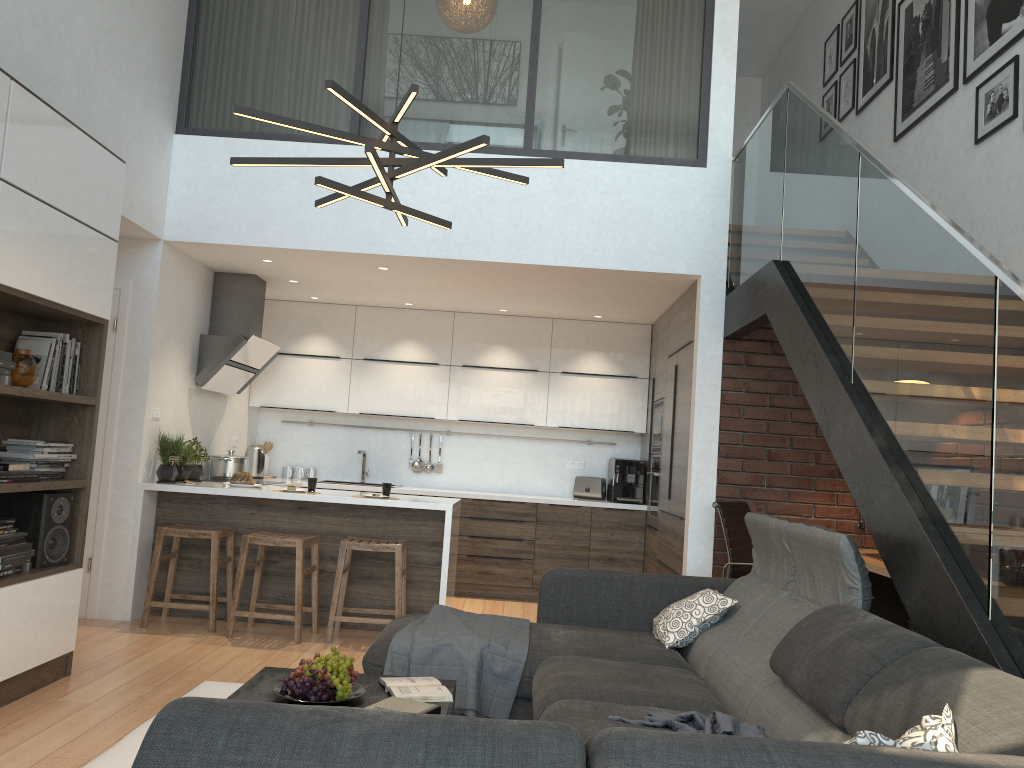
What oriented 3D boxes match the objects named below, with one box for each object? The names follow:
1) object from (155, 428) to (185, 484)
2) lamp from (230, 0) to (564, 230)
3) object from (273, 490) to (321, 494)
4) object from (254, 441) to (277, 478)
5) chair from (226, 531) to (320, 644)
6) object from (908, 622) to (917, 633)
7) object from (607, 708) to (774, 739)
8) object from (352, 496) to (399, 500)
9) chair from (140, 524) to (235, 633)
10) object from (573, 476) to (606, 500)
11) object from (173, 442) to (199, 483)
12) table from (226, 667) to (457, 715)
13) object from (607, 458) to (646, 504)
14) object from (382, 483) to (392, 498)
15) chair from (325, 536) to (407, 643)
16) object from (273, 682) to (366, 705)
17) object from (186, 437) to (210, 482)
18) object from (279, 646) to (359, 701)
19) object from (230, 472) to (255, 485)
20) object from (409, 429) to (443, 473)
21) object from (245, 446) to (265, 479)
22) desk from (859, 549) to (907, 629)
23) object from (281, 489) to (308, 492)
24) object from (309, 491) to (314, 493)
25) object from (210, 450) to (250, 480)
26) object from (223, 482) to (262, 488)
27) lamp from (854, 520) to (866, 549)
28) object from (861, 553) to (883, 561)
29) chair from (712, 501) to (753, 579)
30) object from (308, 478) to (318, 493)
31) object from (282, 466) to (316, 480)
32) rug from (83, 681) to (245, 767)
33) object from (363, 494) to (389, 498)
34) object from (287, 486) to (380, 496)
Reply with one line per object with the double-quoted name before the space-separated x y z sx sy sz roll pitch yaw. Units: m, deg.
"object" -2.222 0.460 5.763 0.186 0.367 0.196 4 -5 1
"lamp" -0.304 -2.416 3.205 1.200 3.645 0.831 3 -5 11
"object" -1.393 0.699 5.740 0.305 0.002 0.305 7 -6 -30
"object" -2.200 0.655 7.769 0.221 0.316 0.330 4 -5 1
"chair" -1.423 1.221 5.386 0.450 0.600 0.350 3 -5 6
"object" 2.066 1.380 4.024 0.474 0.527 0.215 4 -5 1
"object" 0.632 0.988 2.335 0.411 0.118 0.905 6 -5 -23
"object" -0.876 0.731 5.703 0.304 0.002 0.304 1 -6 33
"chair" -1.986 1.194 5.517 0.450 0.600 0.350 4 -5 1
"object" 0.684 0.913 7.781 0.260 0.195 0.177 2 -5 21
"object" -2.220 0.520 5.976 0.221 0.283 0.211 3 -5 14
"table" -0.565 1.186 2.871 0.700 0.323 0.700 4 -5 1
"object" 0.986 0.831 7.635 0.274 0.378 0.532 4 -5 1
"object" -0.817 0.692 5.772 0.066 0.093 0.066 6 -5 -26
"chair" -0.869 1.265 5.457 0.450 0.600 0.350 4 -5 -2
"object" -0.627 1.007 2.886 0.295 0.026 0.295 4 -5 -5
"object" -2.211 0.523 6.173 0.179 0.311 0.172 3 -5 12
"object" -0.629 0.937 2.899 0.256 0.173 0.279 4 -5 -2
"object" -1.805 0.637 5.936 0.155 0.101 0.161 4 -5 -3
"object" -0.770 0.604 7.914 0.320 0.389 0.069 4 -5 2
"object" -2.136 0.648 7.344 0.179 0.270 0.220 5 -5 -12
"desk" 2.105 1.300 4.363 0.610 0.750 2.182 4 -5 1
"object" -1.405 0.686 5.704 0.176 0.014 0.176 5 -5 -9
"object" -1.296 0.694 5.686 0.025 0.011 0.126 4 -5 5
"object" -2.160 0.617 6.794 0.288 0.223 0.315 0 -6 42
"object" -1.797 0.676 5.921 0.261 0.021 0.261 4 -5 -5
"lamp" 2.217 0.733 5.036 0.462 2.003 1.054 5 -5 -15
"object" 2.210 0.697 4.792 0.431 0.535 0.716 4 -5 1
"chair" 1.517 1.200 5.124 0.700 0.991 0.651 1 -6 35
"object" -1.310 0.663 5.810 0.066 0.093 0.066 0 -6 36
"object" -1.892 0.791 7.876 0.297 0.105 0.112 4 -5 3
"rug" -0.684 1.365 2.996 1.606 0.013 2.496 4 -5 1
"object" -0.872 0.719 5.660 0.176 0.014 0.176 3 -5 5
"object" -1.142 0.687 5.673 0.597 0.039 0.064 4 -5 -3
